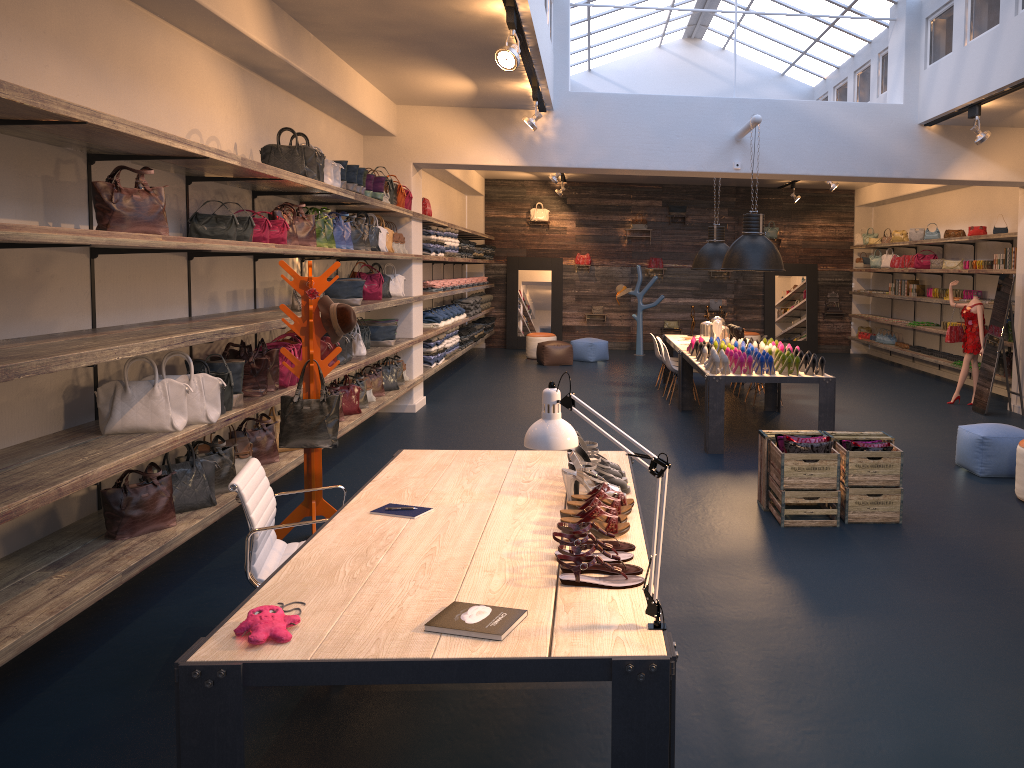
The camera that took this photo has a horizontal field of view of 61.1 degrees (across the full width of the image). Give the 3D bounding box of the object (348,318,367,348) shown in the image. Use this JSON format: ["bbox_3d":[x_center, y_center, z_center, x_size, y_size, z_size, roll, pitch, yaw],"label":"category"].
[{"bbox_3d":[-1.514,-0.478,8.448,0.256,0.327,0.100,-4,6,-43],"label":"object"}]

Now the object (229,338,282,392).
[{"bbox_3d":[-1.692,-0.128,5.699,0.346,0.354,0.161,1,4,-3],"label":"object"}]

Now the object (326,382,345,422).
[{"bbox_3d":[-1.534,0.161,7.242,0.200,0.337,0.407,5,7,39],"label":"object"}]

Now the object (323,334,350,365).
[{"bbox_3d":[-1.572,-0.356,7.290,0.428,0.384,0.192,1,5,-2],"label":"object"}]

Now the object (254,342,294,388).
[{"bbox_3d":[-1.615,-0.122,5.896,0.257,0.299,0.346,4,7,29],"label":"object"}]

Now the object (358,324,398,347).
[{"bbox_3d":[-1.389,-0.500,8.946,0.441,0.231,0.169,-1,6,-20],"label":"object"}]

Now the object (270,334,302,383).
[{"bbox_3d":[-1.601,-0.172,6.135,0.230,0.341,0.290,4,6,32],"label":"object"}]

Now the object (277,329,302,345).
[{"bbox_3d":[-1.627,-0.216,6.390,0.268,0.360,0.201,-3,6,-38],"label":"object"}]

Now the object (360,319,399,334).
[{"bbox_3d":[-1.499,-0.621,9.845,0.441,0.234,0.169,-1,6,-20],"label":"object"}]

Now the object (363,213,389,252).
[{"bbox_3d":[-1.399,-1.498,8.593,0.178,0.384,0.461,4,7,39],"label":"object"}]

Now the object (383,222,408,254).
[{"bbox_3d":[-1.359,-1.640,9.753,0.164,0.365,0.416,5,7,42],"label":"object"}]

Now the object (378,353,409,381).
[{"bbox_3d":[-1.360,-0.202,9.848,0.164,0.365,0.416,5,7,42],"label":"object"}]

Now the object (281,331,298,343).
[{"bbox_3d":[-1.617,-0.231,6.503,0.268,0.360,0.201,-3,6,-38],"label":"object"}]

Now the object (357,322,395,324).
[{"bbox_3d":[-1.462,-0.546,9.296,0.446,0.234,0.167,-2,6,-26],"label":"object"}]

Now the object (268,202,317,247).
[{"bbox_3d":[-1.604,-1.180,6.419,0.407,0.337,0.200,-3,6,-35],"label":"object"}]

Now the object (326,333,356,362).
[{"bbox_3d":[-1.573,-0.386,7.511,0.437,0.384,0.188,0,5,-9],"label":"object"}]

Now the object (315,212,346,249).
[{"bbox_3d":[-1.541,-1.274,7.248,0.175,0.303,0.403,4,7,32],"label":"object"}]

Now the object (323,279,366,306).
[{"bbox_3d":[-1.485,-0.791,7.519,0.440,0.231,0.169,-1,6,-19],"label":"object"}]

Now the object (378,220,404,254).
[{"bbox_3d":[-1.382,-1.606,9.501,0.164,0.365,0.416,5,7,42],"label":"object"}]

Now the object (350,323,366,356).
[{"bbox_3d":[-1.475,-0.426,8.127,0.167,0.307,0.316,-2,6,-30],"label":"object"}]

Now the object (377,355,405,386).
[{"bbox_3d":[-1.308,-0.143,9.521,0.200,0.337,0.408,5,7,42],"label":"object"}]

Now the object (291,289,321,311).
[{"bbox_3d":[-1.561,-0.649,6.595,0.097,0.174,0.289,4,7,32],"label":"object"}]

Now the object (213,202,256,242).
[{"bbox_3d":[-1.824,-1.042,5.628,0.309,0.275,0.129,-1,5,-19],"label":"object"}]

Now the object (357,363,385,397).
[{"bbox_3d":[-1.402,-0.033,8.690,0.200,0.337,0.407,5,7,39],"label":"object"}]

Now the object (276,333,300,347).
[{"bbox_3d":[-1.591,-0.187,6.248,0.230,0.341,0.290,4,6,32],"label":"object"}]

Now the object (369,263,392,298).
[{"bbox_3d":[-1.477,-1.127,9.438,0.178,0.384,0.460,4,7,36],"label":"object"}]

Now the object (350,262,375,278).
[{"bbox_3d":[-1.513,-1.050,8.851,0.215,0.383,0.267,3,5,23],"label":"object"}]

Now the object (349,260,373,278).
[{"bbox_3d":[-1.545,-1.082,8.991,0.317,0.408,0.126,-2,5,-31],"label":"object"}]

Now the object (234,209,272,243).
[{"bbox_3d":[-1.762,-1.045,5.781,0.204,0.242,0.264,4,7,29],"label":"object"}]

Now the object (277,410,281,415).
[{"bbox_3d":[-1.579,0.257,6.530,0.200,0.337,0.408,5,7,42],"label":"object"}]

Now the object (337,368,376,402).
[{"bbox_3d":[-1.499,0.004,8.310,0.164,0.365,0.416,5,7,42],"label":"object"}]

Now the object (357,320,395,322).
[{"bbox_3d":[-1.507,-0.596,9.654,0.446,0.234,0.167,-2,6,-26],"label":"object"}]

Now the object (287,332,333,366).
[{"bbox_3d":[-1.624,-0.282,6.794,0.438,0.384,0.187,0,5,-10],"label":"object"}]

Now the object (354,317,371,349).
[{"bbox_3d":[-1.502,-0.500,8.611,0.256,0.327,0.100,-4,6,-43],"label":"object"}]

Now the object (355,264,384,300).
[{"bbox_3d":[-1.441,-1.021,8.734,0.205,0.360,0.263,3,6,27],"label":"object"}]

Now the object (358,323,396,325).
[{"bbox_3d":[-1.433,-0.523,9.115,0.448,0.231,0.166,-3,6,-28],"label":"object"}]

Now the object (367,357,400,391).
[{"bbox_3d":[-1.351,-0.119,9.125,0.178,0.384,0.460,4,7,36],"label":"object"}]

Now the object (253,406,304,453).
[{"bbox_3d":[-1.630,0.281,6.137,0.178,0.384,0.461,4,7,39],"label":"object"}]

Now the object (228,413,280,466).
[{"bbox_3d":[-1.674,0.367,5.699,0.200,0.337,0.407,5,7,39],"label":"object"}]

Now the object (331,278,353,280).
[{"bbox_3d":[-1.677,-0.857,7.994,0.442,0.234,0.168,-2,6,-21],"label":"object"}]

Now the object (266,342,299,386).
[{"bbox_3d":[-1.635,-0.132,5.999,0.274,0.297,0.231,-3,6,-34],"label":"object"}]

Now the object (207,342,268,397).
[{"bbox_3d":[-1.727,-0.096,5.508,0.371,0.337,0.220,1,5,5],"label":"object"}]

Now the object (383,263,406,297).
[{"bbox_3d":[-1.378,-1.167,9.753,0.177,0.384,0.462,5,7,45],"label":"object"}]

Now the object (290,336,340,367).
[{"bbox_3d":[-1.607,-0.319,7.010,0.431,0.384,0.191,1,5,-4],"label":"object"}]

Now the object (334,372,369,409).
[{"bbox_3d":[-1.450,0.068,7.947,0.200,0.337,0.408,5,7,42],"label":"object"}]

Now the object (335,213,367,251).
[{"bbox_3d":[-1.464,-1.357,7.749,0.407,0.337,0.200,-3,6,-34],"label":"object"}]

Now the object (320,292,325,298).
[{"bbox_3d":[-1.649,-0.729,7.174,0.098,0.174,0.285,3,7,24],"label":"object"}]

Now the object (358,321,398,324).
[{"bbox_3d":[-1.461,-0.572,9.485,0.442,0.234,0.168,-2,6,-22],"label":"object"}]

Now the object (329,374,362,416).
[{"bbox_3d":[-1.496,0.082,7.621,0.178,0.384,0.461,4,7,39],"label":"object"}]

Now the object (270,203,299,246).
[{"bbox_3d":[-1.635,-1.136,6.215,0.194,0.303,0.364,0,6,-8],"label":"object"}]

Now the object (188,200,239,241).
[{"bbox_3d":[-1.888,-1.025,5.493,0.309,0.275,0.129,-1,5,-19],"label":"object"}]

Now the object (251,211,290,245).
[{"bbox_3d":[-1.684,-1.065,5.948,0.205,0.242,0.263,4,6,26],"label":"object"}]

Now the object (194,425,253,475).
[{"bbox_3d":[-1.771,0.404,5.320,0.164,0.365,0.416,5,7,42],"label":"object"}]

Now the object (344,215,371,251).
[{"bbox_3d":[-1.437,-1.390,7.997,0.200,0.337,0.408,5,7,42],"label":"object"}]

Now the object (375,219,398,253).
[{"bbox_3d":[-1.408,-1.569,9.223,0.164,0.365,0.416,5,7,42],"label":"object"}]
